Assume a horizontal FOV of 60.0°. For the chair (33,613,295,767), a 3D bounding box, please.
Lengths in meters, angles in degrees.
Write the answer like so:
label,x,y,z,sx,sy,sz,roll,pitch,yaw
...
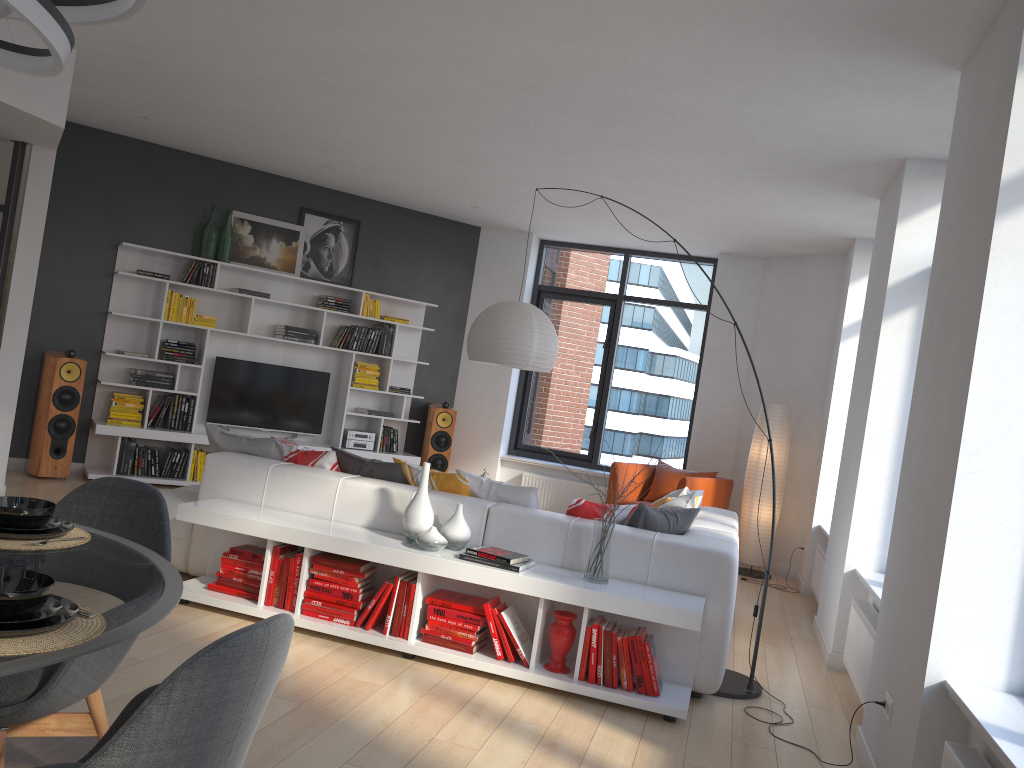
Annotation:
label,x,y,z,sx,sy,sz,roll,pitch,yaw
chair,-0.749,0.779,1.497,0.619,0.891,0.655,9,0,16

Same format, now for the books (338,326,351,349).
label,x,y,z,sx,sy,sz,roll,pitch,yaw
books,-1.671,-0.458,8.722,0.096,0.234,0.187,9,0,-30

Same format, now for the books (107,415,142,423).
label,x,y,z,sx,sy,sz,roll,pitch,yaw
books,-3.411,0.307,7.797,0.269,0.025,0.213,9,0,-27

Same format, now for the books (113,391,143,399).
label,x,y,z,sx,sy,sz,roll,pitch,yaw
books,-3.394,0.098,7.832,0.234,0.024,0.171,9,0,-26

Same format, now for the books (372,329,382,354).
label,x,y,z,sx,sy,sz,roll,pitch,yaw
books,-1.387,-0.427,8.886,0.066,0.260,0.197,9,0,-30

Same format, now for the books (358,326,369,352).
label,x,y,z,sx,sy,sz,roll,pitch,yaw
books,-1.509,-0.446,8.816,0.066,0.260,0.197,9,0,-30

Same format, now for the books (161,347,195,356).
label,x,y,z,sx,sy,sz,roll,pitch,yaw
books,-3.000,-0.295,7.969,0.284,0.030,0.214,9,0,-22

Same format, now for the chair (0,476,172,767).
label,x,y,z,sx,sy,sz,roll,pitch,yaw
chair,-1.271,0.702,2.305,0.655,0.891,0.619,9,0,21

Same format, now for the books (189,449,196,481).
label,x,y,z,sx,sy,sz,roll,pitch,yaw
books,-2.887,0.718,7.966,0.029,0.270,0.204,9,0,-30

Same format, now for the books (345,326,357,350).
label,x,y,z,sx,sy,sz,roll,pitch,yaw
books,-1.601,-0.451,8.733,0.069,0.242,0.172,9,0,-30

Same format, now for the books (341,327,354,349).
label,x,y,z,sx,sy,sz,roll,pitch,yaw
books,-1.638,-0.453,8.726,0.081,0.233,0.169,9,0,-31

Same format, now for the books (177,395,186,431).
label,x,y,z,sx,sy,sz,roll,pitch,yaw
books,-3.007,0.254,8.024,0.034,0.315,0.239,9,0,-30

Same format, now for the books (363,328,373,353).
label,x,y,z,sx,sy,sz,roll,pitch,yaw
books,-1.471,-0.438,8.837,0.075,0.254,0.192,9,0,-31

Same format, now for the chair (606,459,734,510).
label,x,y,z,sx,sy,sz,roll,pitch,yaw
chair,1.462,1.172,8.260,0.843,0.858,0.896,9,0,-43

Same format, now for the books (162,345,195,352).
label,x,y,z,sx,sy,sz,roll,pitch,yaw
books,-2.999,-0.320,7.972,0.264,0.020,0.189,9,0,-27

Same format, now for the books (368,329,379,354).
label,x,y,z,sx,sy,sz,roll,pitch,yaw
books,-1.416,-0.427,8.868,0.084,0.249,0.191,9,0,-30

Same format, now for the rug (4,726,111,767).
label,x,y,z,sx,sy,sz,roll,pitch,yaw
rug,-1.558,1.103,1.724,2.499,0.010,2.499,9,0,-12

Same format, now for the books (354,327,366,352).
label,x,y,z,sx,sy,sz,roll,pitch,yaw
books,-1.539,-0.446,8.798,0.084,0.249,0.191,9,0,-30

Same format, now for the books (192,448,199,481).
label,x,y,z,sx,sy,sz,roll,pitch,yaw
books,-2.864,0.722,8.003,0.048,0.271,0.213,9,0,-30

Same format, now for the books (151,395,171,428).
label,x,y,z,sx,sy,sz,roll,pitch,yaw
books,-3.140,0.245,7.934,0.100,0.289,0.210,9,0,-31

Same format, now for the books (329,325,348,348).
label,x,y,z,sx,sy,sz,roll,pitch,yaw
books,-1.697,-0.463,8.701,0.104,0.234,0.182,9,0,-30

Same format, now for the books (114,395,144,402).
label,x,y,z,sx,sy,sz,roll,pitch,yaw
books,-3.378,0.125,7.816,0.234,0.024,0.171,9,0,-26

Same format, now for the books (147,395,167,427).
label,x,y,z,sx,sy,sz,roll,pitch,yaw
books,-3.193,0.239,7.924,0.142,0.284,0.232,9,0,-31

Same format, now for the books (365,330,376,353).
label,x,y,z,sx,sy,sz,roll,pitch,yaw
books,-1.443,-0.428,8.839,0.071,0.243,0.179,9,0,-31

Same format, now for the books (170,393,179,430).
label,x,y,z,sx,sy,sz,roll,pitch,yaw
books,-3.059,0.246,7.990,0.034,0.314,0.237,9,0,-30

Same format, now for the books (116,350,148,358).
label,x,y,z,sx,sy,sz,roll,pitch,yaw
books,-3.328,-0.264,7.773,0.209,0.030,0.266,9,0,-37

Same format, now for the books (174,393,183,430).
label,x,y,z,sx,sy,sz,roll,pitch,yaw
books,-3.031,0.244,8.009,0.026,0.326,0.237,9,0,-30

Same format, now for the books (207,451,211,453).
label,x,y,z,sx,sy,sz,roll,pitch,yaw
books,-2.755,0.749,8.071,0.055,0.252,0.185,9,0,-32

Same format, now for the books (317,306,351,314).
label,x,y,z,sx,sy,sz,roll,pitch,yaw
books,-1.745,-0.723,8.673,0.284,0.030,0.214,9,0,-27

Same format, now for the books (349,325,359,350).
label,x,y,z,sx,sy,sz,roll,pitch,yaw
books,-1.594,-0.457,8.767,0.075,0.254,0.192,9,0,-31

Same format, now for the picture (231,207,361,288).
label,x,y,z,sx,sy,sz,roll,pitch,yaw
picture,-2.104,-1.370,8.561,1.279,0.707,0.076,9,0,-30

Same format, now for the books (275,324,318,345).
label,x,y,z,sx,sy,sz,roll,pitch,yaw
books,-2.073,-0.474,8.520,0.343,0.137,0.277,9,0,-35

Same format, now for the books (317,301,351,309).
label,x,y,z,sx,sy,sz,roll,pitch,yaw
books,-1.747,-0.775,8.694,0.284,0.030,0.214,9,0,-27

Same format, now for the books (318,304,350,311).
label,x,y,z,sx,sy,sz,roll,pitch,yaw
books,-1.744,-0.748,8.675,0.264,0.020,0.189,9,0,-32

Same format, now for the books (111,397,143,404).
label,x,y,z,sx,sy,sz,roll,pitch,yaw
books,-3.390,0.148,7.815,0.238,0.023,0.167,9,0,-15

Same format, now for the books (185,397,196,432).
label,x,y,z,sx,sy,sz,roll,pitch,yaw
books,-2.943,0.272,8.057,0.051,0.297,0.230,9,0,-30

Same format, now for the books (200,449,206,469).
label,x,y,z,sx,sy,sz,roll,pitch,yaw
books,-2.811,0.734,8.041,0.038,0.267,0.202,9,0,-30

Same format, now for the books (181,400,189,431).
label,x,y,z,sx,sy,sz,roll,pitch,yaw
books,-2.978,0.278,8.035,0.028,0.272,0.200,9,0,-30

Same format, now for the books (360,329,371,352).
label,x,y,z,sx,sy,sz,roll,pitch,yaw
books,-1.478,-0.431,8.803,0.069,0.242,0.172,9,0,-30

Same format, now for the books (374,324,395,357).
label,x,y,z,sx,sy,sz,roll,pitch,yaw
books,-1.314,-0.441,8.960,0.128,0.321,0.259,9,0,-30

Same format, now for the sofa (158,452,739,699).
label,x,y,z,sx,sy,sz,roll,pitch,yaw
sofa,-0.286,0.956,5.788,3.424,0.732,2.614,9,0,14

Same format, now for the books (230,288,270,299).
label,x,y,z,sx,sy,sz,roll,pitch,yaw
books,-2.439,-0.841,8.254,0.310,0.047,0.250,9,0,-35

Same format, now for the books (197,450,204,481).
label,x,y,z,sx,sy,sz,roll,pitch,yaw
books,-2.838,0.733,8.026,0.066,0.258,0.198,9,0,-30

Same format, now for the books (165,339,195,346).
label,x,y,z,sx,sy,sz,roll,pitch,yaw
books,-2.982,-0.372,7.969,0.246,0.026,0.180,9,0,-23

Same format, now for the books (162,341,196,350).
label,x,y,z,sx,sy,sz,roll,pitch,yaw
books,-3.000,-0.346,7.992,0.284,0.030,0.214,9,0,-22

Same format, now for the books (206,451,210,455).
label,x,y,z,sx,sy,sz,roll,pitch,yaw
books,-2.771,0.746,8.049,0.041,0.252,0.180,9,0,-30

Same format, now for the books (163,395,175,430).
label,x,y,z,sx,sy,sz,roll,pitch,yaw
books,-3.084,0.250,7.969,0.028,0.301,0.213,9,0,-30

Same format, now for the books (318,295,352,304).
label,x,y,z,sx,sy,sz,roll,pitch,yaw
books,-1.731,-0.828,8.681,0.266,0.030,0.209,9,0,-37

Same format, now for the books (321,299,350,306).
label,x,y,z,sx,sy,sz,roll,pitch,yaw
books,-1.727,-0.800,8.673,0.246,0.026,0.180,9,0,-28

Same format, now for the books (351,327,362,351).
label,x,y,z,sx,sy,sz,roll,pitch,yaw
books,-1.569,-0.446,8.775,0.068,0.243,0.179,9,0,-32

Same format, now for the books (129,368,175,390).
label,x,y,z,sx,sy,sz,roll,pitch,yaw
books,-3.213,-0.045,7.896,0.343,0.137,0.277,9,0,-30

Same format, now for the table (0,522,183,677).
label,x,y,z,sx,sy,sz,roll,pitch,yaw
table,-1.489,0.722,1.723,1.499,0.764,1.499,9,0,4
